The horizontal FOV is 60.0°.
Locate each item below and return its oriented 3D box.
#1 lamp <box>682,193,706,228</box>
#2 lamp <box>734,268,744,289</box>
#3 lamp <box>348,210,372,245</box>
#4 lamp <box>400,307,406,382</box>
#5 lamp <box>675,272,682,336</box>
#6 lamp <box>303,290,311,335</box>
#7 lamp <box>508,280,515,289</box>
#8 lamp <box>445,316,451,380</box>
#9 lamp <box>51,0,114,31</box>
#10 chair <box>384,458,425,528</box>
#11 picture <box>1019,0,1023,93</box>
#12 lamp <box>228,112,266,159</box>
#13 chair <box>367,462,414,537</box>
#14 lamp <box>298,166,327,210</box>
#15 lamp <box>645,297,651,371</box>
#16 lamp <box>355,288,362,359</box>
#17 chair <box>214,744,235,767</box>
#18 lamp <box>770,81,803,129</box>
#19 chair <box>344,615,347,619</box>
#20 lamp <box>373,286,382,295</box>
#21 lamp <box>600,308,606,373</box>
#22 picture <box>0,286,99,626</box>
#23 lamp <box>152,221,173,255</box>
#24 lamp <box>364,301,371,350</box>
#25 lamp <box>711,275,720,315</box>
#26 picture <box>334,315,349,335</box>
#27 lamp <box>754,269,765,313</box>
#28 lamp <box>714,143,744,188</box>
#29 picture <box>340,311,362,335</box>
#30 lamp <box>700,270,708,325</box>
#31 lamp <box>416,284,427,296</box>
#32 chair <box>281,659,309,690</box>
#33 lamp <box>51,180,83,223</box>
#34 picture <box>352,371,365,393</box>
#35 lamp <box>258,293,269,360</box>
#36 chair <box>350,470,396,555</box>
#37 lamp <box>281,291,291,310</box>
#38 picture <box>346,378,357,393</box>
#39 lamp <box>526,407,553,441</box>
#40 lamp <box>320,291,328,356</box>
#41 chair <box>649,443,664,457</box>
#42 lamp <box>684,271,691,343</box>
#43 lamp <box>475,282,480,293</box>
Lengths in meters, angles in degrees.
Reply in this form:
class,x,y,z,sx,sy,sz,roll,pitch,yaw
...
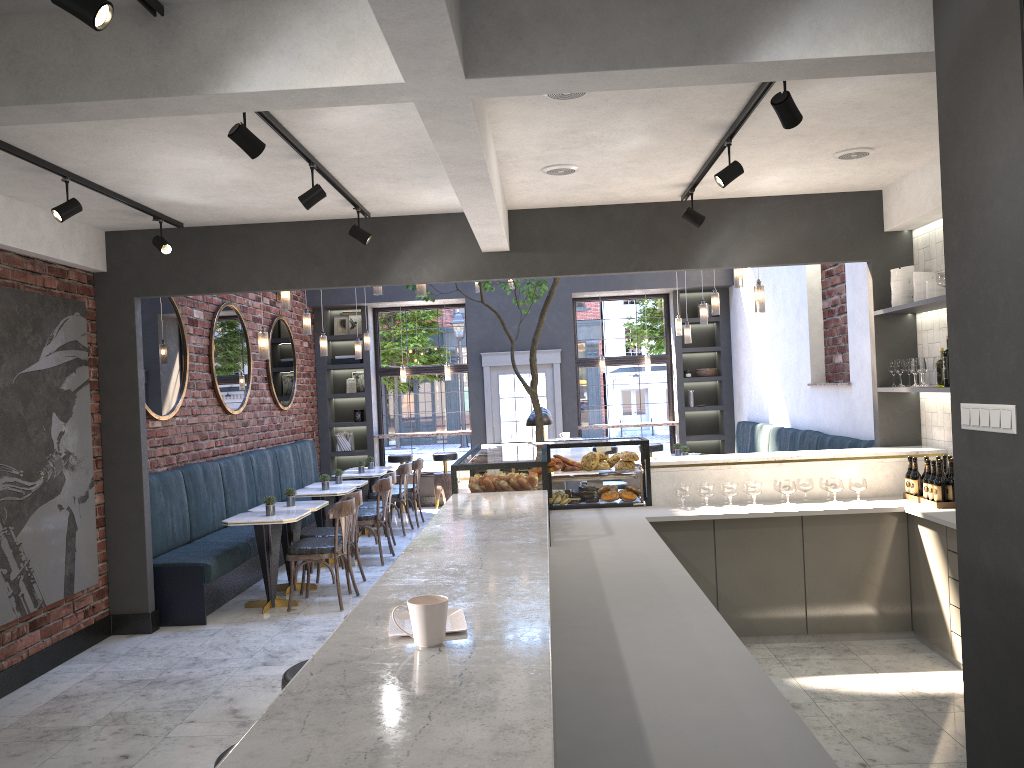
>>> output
class,x,y,z,sx,sy,sz,roll,pitch,yaw
lamp,1.217,-1.163,5.945,0.157,0.235,0.087,-3,0,-4
lamp,1.901,-2.893,7.777,0.078,4.105,0.078,-3,0,-13
lamp,-1.034,-1.061,6.029,0.157,0.238,0.087,-3,0,-4
lamp,-1.628,-0.739,13.029,0.078,1.429,0.078,-3,0,32
lamp,2.042,-2.670,11.318,0.078,4.105,0.078,-3,0,-13
lamp,-2.176,-2.552,9.026,0.078,4.105,0.078,-3,0,9
lamp,-0.098,-3.266,11.344,0.078,4.105,0.078,-3,0,-13
lamp,-0.972,-0.769,13.005,0.078,1.429,0.078,-3,0,-36
lamp,-1.168,-1.079,2.405,0.157,0.238,0.087,-3,0,-4
chair,-1.382,1.398,11.408,0.521,0.851,0.497,-3,0,1
picture,1.332,-0.325,1.728,0.014,1.753,1.147,-3,0,2
lamp,-1.120,-1.072,3.740,0.087,0.238,0.157,-3,0,41
chair,-1.471,1.398,10.832,0.521,0.851,0.538,-3,0,3
lamp,-1.090,-1.066,4.835,0.157,0.238,0.087,-3,0,-4
lamp,1.947,-0.904,12.896,0.078,1.429,0.078,-3,0,32
lamp,-1.970,-2.356,10.844,0.078,4.105,0.078,-3,0,-13
chair,-0.528,1.315,2.195,0.370,0.821,0.372,-3,0,-45
lamp,1.131,-1.174,3.656,0.087,0.235,0.157,-3,0,41
chair,-0.470,1.321,3.536,0.372,0.821,0.370,-3,0,-35
lamp,-1.306,-2.858,8.011,0.078,4.105,0.078,-3,0,32
lamp,1.291,-0.873,12.920,0.078,1.429,0.078,-3,0,-36
picture,-3.086,0.415,4.967,0.033,2.027,2.821,-3,0,2
lamp,-2.398,-0.997,6.077,0.157,0.235,0.087,-3,0,43
lamp,-1.955,-2.486,11.417,0.078,4.105,0.078,-3,0,-13
lamp,1.948,-2.742,8.872,0.078,4.105,0.078,-3,0,-36
picture,-2.540,-0.866,13.209,0.230,0.313,0.061,-3,0,2
lamp,1.888,-2.621,7.079,0.078,4.105,0.078,-3,0,-13
lamp,1.161,-1.169,4.751,0.157,0.235,0.087,-3,0,-4
picture,-2.375,-0.899,13.238,0.361,0.369,0.055,-3,0,2
lamp,1.975,-2.691,9.544,0.078,4.105,0.078,-3,0,-36
lamp,-0.821,-2.759,7.127,0.078,4.105,0.078,-3,0,32
chair,-0.533,1.320,2.852,0.370,0.821,0.372,-3,0,11
lamp,-2.452,-1.004,4.881,0.087,0.238,0.157,-3,0,41
picture,-2.267,-0.028,13.247,0.247,0.326,0.044,-3,0,2
lamp,-2.101,-2.250,7.176,0.078,4.105,0.078,-3,0,-13
chair,-1.511,1.392,9.684,0.521,0.851,0.538,-3,0,-4
lamp,-2.096,-2.709,7.860,0.078,4.105,0.078,-3,0,-13
picture,-2.395,0.027,13.227,0.161,0.227,0.049,-3,0,3
lamp,-0.536,-0.931,5.853,4.182,3.256,8.836,-3,0,-15
lamp,-2.144,-2.356,9.670,0.078,4.105,0.078,-3,0,9
chair,1.989,1.269,12.639,0.372,0.821,0.370,-3,0,-35
lamp,2.023,-2.540,10.655,0.078,4.105,0.078,-3,0,-13
lamp,-0.497,-3.160,10.732,0.078,4.105,0.078,-3,0,-13
